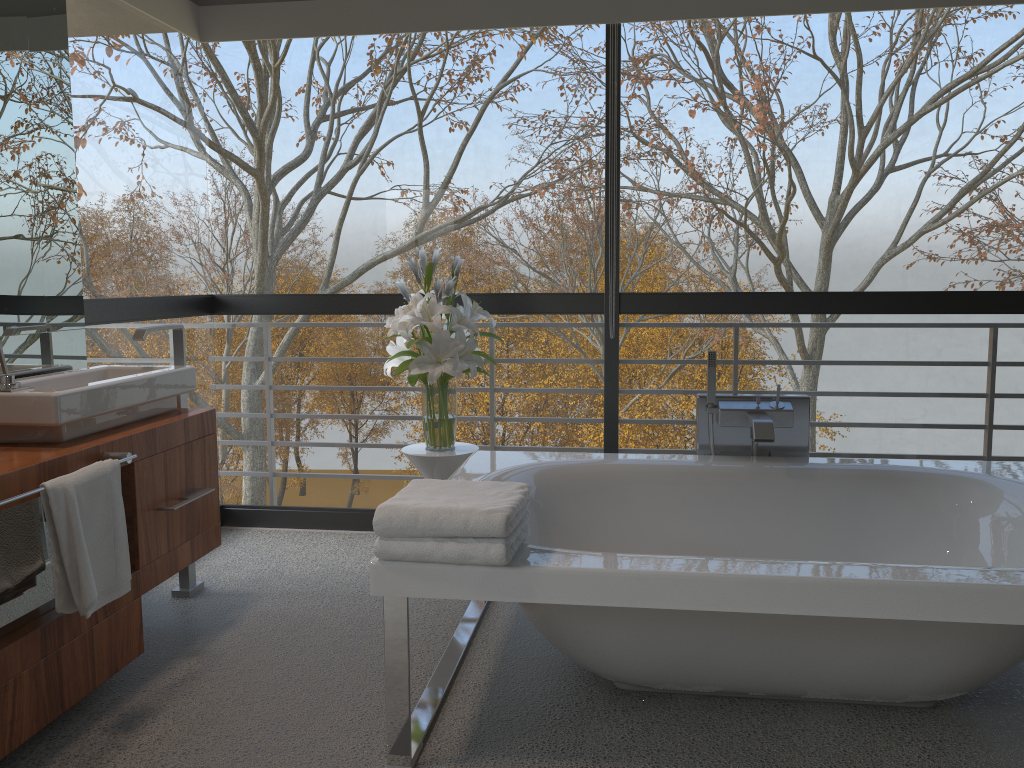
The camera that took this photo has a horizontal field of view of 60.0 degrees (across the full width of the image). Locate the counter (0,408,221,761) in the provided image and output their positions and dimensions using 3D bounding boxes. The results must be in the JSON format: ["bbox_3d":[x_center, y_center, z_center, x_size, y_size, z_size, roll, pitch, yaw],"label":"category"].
[{"bbox_3d":[-1.330,0.541,2.201,0.524,0.703,1.850,1,7,8],"label":"counter"}]

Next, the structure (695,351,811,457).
[{"bbox_3d":[0.863,0.331,3.141,0.402,0.884,0.330,1,6,8],"label":"structure"}]

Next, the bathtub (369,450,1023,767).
[{"bbox_3d":[0.736,0.586,2.572,1.958,0.504,1.329,1,7,8],"label":"bathtub"}]

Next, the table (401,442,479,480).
[{"bbox_3d":[-0.281,0.493,3.530,0.307,0.478,0.308,-1,6,-8],"label":"table"}]

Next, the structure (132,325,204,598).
[{"bbox_3d":[-1.214,0.290,3.132,0.069,0.987,0.303,0,6,8],"label":"structure"}]

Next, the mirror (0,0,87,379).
[{"bbox_3d":[-1.718,-0.607,2.156,0.253,1.616,1.792,0,7,8],"label":"mirror"}]

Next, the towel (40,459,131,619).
[{"bbox_3d":[-1.052,0.390,2.221,0.079,0.368,0.303,1,6,9],"label":"towel"}]

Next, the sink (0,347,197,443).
[{"bbox_3d":[-1.306,-0.006,2.694,0.352,0.266,0.751,1,7,8],"label":"sink"}]

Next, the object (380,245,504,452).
[{"bbox_3d":[-0.299,-0.139,3.457,0.450,0.795,0.460,4,8,35],"label":"object"}]

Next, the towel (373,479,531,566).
[{"bbox_3d":[-0.131,0.333,2.125,0.322,0.145,0.306,1,7,11],"label":"towel"}]
